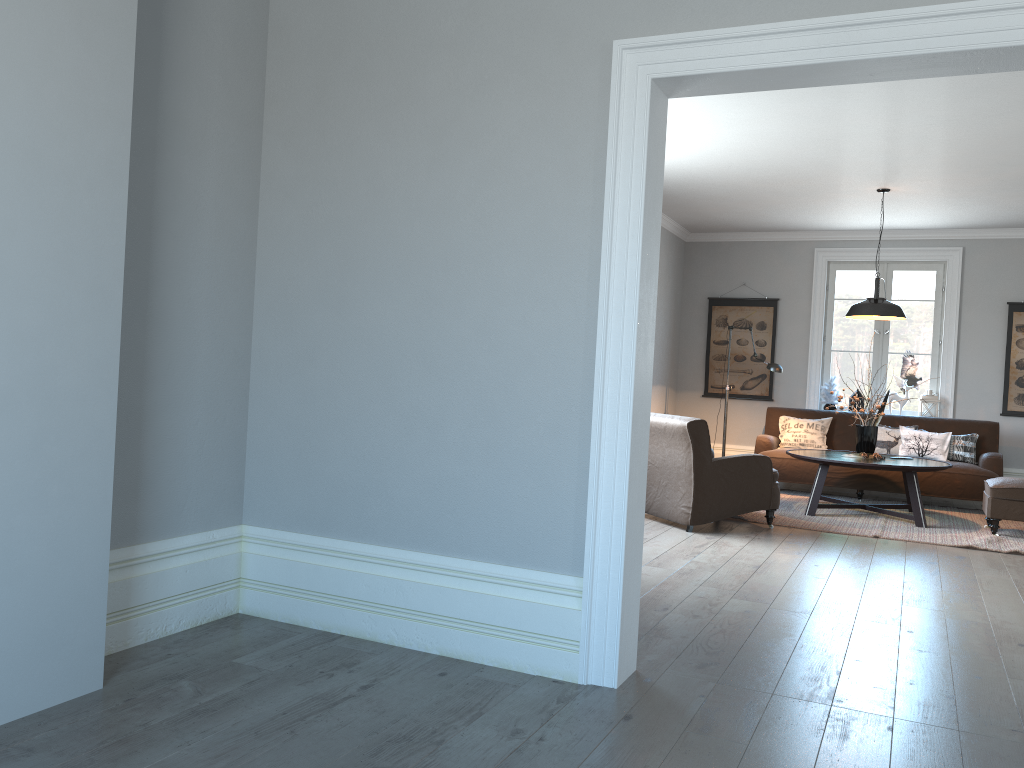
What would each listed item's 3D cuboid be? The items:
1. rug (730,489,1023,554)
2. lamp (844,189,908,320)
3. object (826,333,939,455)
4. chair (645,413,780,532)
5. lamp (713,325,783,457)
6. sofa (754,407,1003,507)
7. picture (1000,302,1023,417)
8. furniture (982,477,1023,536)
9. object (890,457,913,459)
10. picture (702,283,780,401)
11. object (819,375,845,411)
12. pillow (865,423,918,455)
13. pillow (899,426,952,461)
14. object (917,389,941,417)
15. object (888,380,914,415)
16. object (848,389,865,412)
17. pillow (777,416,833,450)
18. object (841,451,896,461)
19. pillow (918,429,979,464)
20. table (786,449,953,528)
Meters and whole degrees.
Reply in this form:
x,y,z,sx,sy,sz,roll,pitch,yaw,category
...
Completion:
x,y,z,sx,sy,sz,roll,pitch,yaw,category
3.001,1.064,7.485,2.819,0.090,2.400,4,1,25,rug
3.081,-1.090,7.442,0.504,1.076,0.504,3,1,-18,lamp
3.081,0.093,7.353,0.853,1.066,0.525,3,1,-5,object
1.460,0.639,6.657,0.970,0.795,0.807,3,1,-24,chair
2.181,0.222,9.225,0.797,1.644,1.864,3,1,-28,lamp
3.497,0.706,8.576,2.165,0.824,0.968,4,1,25,sofa
5.276,-0.316,8.700,0.793,1.313,0.057,3,1,25,picture
3.915,0.946,6.750,0.583,0.440,0.574,4,1,25,furniture
3.318,0.631,7.553,0.207,0.011,0.051,3,1,-15,object
2.565,-0.485,9.944,0.793,1.313,0.057,3,1,25,picture
3.401,0.110,9.491,0.247,0.424,0.263,3,1,-30,object
3.661,0.559,8.578,0.472,0.347,0.159,3,1,22,pillow
3.895,0.566,8.388,0.471,0.309,0.188,4,1,25,pillow
4.264,0.216,9.079,0.193,0.322,0.193,3,1,19,object
4.001,0.156,9.137,0.239,0.410,0.128,3,1,21,object
3.648,0.196,9.385,0.155,0.284,0.155,3,1,15,object
2.946,0.502,8.951,0.519,0.368,0.240,4,1,25,pillow
2.961,0.592,7.371,0.404,0.067,0.153,4,1,42,object
4.124,0.591,8.406,0.542,0.288,0.183,4,1,26,pillow
2.970,0.867,7.463,1.300,0.503,1.300,3,1,18,table
